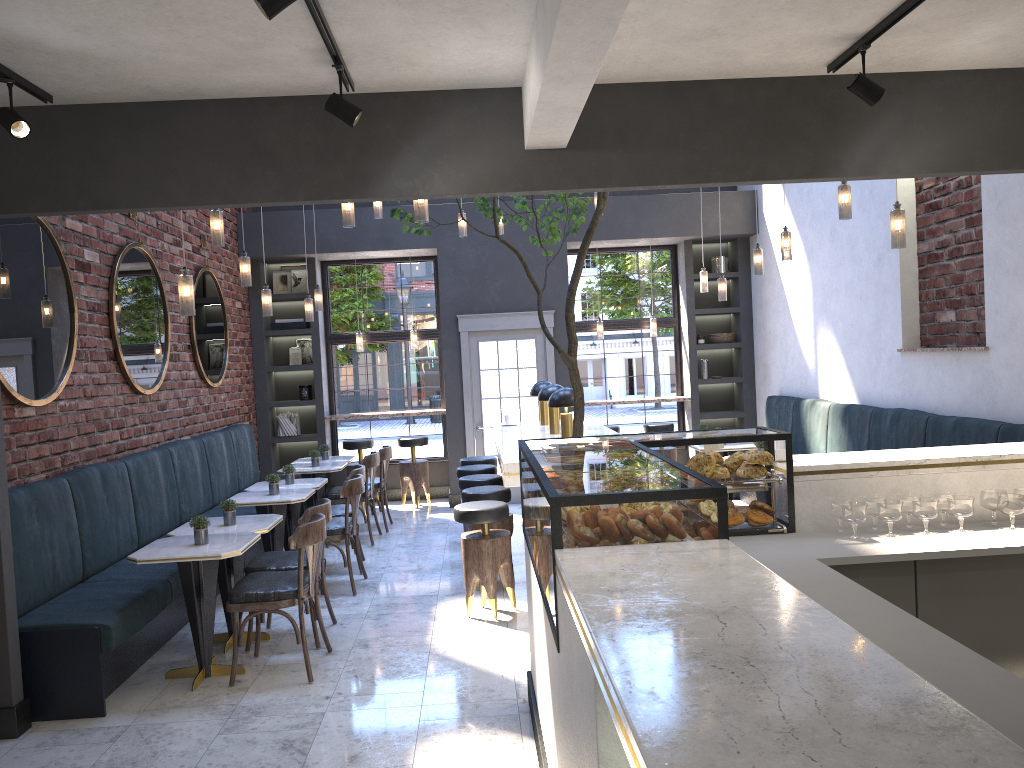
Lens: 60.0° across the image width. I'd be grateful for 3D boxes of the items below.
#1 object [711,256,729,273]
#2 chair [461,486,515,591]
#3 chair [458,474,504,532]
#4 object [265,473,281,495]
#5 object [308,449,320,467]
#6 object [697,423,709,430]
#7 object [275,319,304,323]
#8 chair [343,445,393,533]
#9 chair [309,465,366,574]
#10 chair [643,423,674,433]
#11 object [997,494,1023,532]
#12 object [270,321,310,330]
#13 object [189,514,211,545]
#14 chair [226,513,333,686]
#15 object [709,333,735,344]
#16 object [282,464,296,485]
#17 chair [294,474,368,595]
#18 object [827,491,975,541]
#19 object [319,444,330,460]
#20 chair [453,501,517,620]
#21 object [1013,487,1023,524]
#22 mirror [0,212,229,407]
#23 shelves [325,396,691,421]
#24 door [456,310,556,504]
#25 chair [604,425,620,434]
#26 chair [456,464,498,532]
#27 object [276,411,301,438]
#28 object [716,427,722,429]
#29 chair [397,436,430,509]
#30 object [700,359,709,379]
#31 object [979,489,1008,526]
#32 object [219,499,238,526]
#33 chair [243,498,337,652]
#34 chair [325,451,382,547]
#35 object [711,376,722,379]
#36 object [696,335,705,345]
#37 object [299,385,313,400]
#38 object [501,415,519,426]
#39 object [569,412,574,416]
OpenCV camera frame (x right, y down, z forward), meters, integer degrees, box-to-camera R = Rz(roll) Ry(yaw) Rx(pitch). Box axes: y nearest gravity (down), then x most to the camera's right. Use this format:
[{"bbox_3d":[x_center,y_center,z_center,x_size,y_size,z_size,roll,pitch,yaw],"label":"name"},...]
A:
[{"bbox_3d":[2.560,-1.459,10.902,0.214,0.215,0.213,-3,2,7],"label":"object"},{"bbox_3d":[-0.173,1.149,6.625,0.372,0.737,0.370,-2,2,25],"label":"chair"},{"bbox_3d":[-0.238,1.131,7.322,0.372,0.737,0.370,-1,3,41],"label":"chair"},{"bbox_3d":[-1.824,0.764,6.781,0.118,0.165,0.122,-4,2,-25],"label":"object"},{"bbox_3d":[-1.902,0.715,8.557,0.118,0.165,0.122,-4,2,-25],"label":"object"},{"bbox_3d":[2.004,0.490,9.303,0.118,0.165,0.122,-4,2,-25],"label":"object"},{"bbox_3d":[-2.671,-0.754,10.662,0.327,0.039,0.227,-3,2,-12],"label":"object"},{"bbox_3d":[-1.482,1.081,9.163,0.521,0.851,0.496,-3,2,-3],"label":"chair"},{"bbox_3d":[-1.471,1.132,7.435,0.521,0.851,0.538,-3,2,-9],"label":"chair"},{"bbox_3d":[1.777,0.885,10.656,0.371,0.821,0.370,-5,3,-40],"label":"chair"},{"bbox_3d":[2.135,0.549,3.785,0.114,0.147,0.114,-3,2,2],"label":"object"},{"bbox_3d":[-2.663,-0.693,10.654,0.412,0.084,0.286,-3,2,-2],"label":"object"},{"bbox_3d":[-1.744,0.814,4.963,0.118,0.165,0.122,-4,2,-25],"label":"object"},{"bbox_3d":[-1.302,1.195,5.030,0.521,0.851,0.538,-3,2,-1],"label":"chair"},{"bbox_3d":[2.586,-0.563,10.922,0.305,0.124,0.304,-2,2,19],"label":"object"},{"bbox_3d":[-1.849,0.748,7.362,0.118,0.165,0.122,-4,2,-25],"label":"object"},{"bbox_3d":[-1.380,1.146,6.807,0.521,0.851,0.538,-3,2,-1],"label":"chair"},{"bbox_3d":[1.689,0.570,3.861,0.575,0.148,0.255,-3,2,-2],"label":"object"},{"bbox_3d":[-1.927,0.699,9.138,0.118,0.165,0.122,-4,2,-25],"label":"object"},{"bbox_3d":[-0.186,1.170,5.920,0.372,0.737,0.370,-1,3,41],"label":"chair"},{"bbox_3d":[2.280,0.538,3.923,0.114,0.147,0.114,-3,2,2],"label":"object"},{"bbox_3d":[-2.908,-0.670,6.968,0.036,1.510,4.772,-3,2,-2],"label":"mirror"},{"bbox_3d":[-0.040,0.293,10.824,4.403,0.043,0.384,-3,2,-2],"label":"shelves"},{"bbox_3d":[-0.018,0.288,10.294,1.132,2.220,0.152,-3,2,-2],"label":"door"},{"bbox_3d":[1.132,0.919,10.651,0.370,0.821,0.372,-5,3,-40],"label":"chair"},{"bbox_3d":[-0.298,1.114,8.012,0.370,0.737,0.372,-3,2,-12],"label":"chair"},{"bbox_3d":[-2.699,0.469,10.702,0.250,0.323,0.241,-3,2,-2],"label":"object"},{"bbox_3d":[2.030,0.506,8.722,0.118,0.165,0.122,-4,2,-25],"label":"object"},{"bbox_3d":[-1.157,1.041,10.532,0.371,0.821,0.370,-5,3,-40],"label":"chair"},{"bbox_3d":[2.355,-0.183,10.857,0.098,0.248,0.098,-1,3,37],"label":"object"},{"bbox_3d":[2.129,0.546,3.917,0.114,0.147,0.114,-3,2,2],"label":"object"},{"bbox_3d":[-1.769,0.798,5.543,0.118,0.165,0.122,-4,2,-25],"label":"object"},{"bbox_3d":[-1.388,1.182,5.604,0.521,0.851,0.538,-3,2,-1],"label":"chair"},{"bbox_3d":[-1.525,1.100,8.581,0.521,0.851,0.538,-3,2,-1],"label":"chair"},{"bbox_3d":[2.497,-0.079,10.840,0.130,0.026,0.130,-4,2,-19],"label":"object"},{"bbox_3d":[2.311,-0.546,10.887,0.116,0.119,0.117,-4,2,-26],"label":"object"},{"bbox_3d":[-2.484,0.103,10.683,0.152,0.181,0.152,-2,2,36],"label":"object"},{"bbox_3d":[-0.024,0.350,8.603,0.176,0.098,0.204,-3,2,3],"label":"object"},{"bbox_3d":[0.578,0.317,8.661,0.176,0.097,0.301,-3,2,-11],"label":"object"}]
